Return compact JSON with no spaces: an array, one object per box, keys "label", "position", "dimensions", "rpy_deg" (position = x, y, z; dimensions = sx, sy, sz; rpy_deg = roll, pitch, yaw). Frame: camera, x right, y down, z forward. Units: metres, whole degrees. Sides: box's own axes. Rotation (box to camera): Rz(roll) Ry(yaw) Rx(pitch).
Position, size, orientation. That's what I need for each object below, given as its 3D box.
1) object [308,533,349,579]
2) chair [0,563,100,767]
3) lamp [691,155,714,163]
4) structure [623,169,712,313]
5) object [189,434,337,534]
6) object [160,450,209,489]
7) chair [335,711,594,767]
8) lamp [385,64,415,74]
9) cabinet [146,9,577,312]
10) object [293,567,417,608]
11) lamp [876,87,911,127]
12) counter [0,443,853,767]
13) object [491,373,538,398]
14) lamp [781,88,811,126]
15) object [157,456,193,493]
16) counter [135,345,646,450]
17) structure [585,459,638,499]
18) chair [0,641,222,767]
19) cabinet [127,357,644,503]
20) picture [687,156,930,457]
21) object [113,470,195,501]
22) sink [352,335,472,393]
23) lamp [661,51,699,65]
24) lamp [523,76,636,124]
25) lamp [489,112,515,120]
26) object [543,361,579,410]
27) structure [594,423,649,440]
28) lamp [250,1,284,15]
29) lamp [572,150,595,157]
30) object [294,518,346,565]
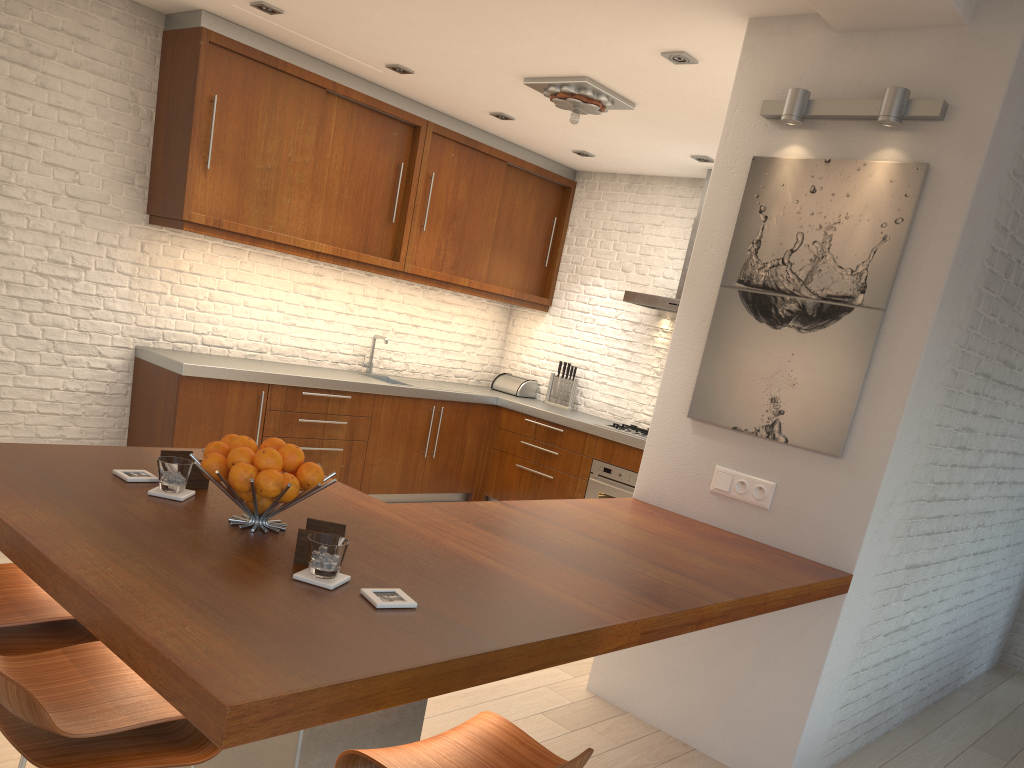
[{"label":"object","position":[-0.412,0.383,1.929],"dimensions":[0.092,0.087,0.087],"rpy_deg":[6,11,-34]},{"label":"chair","position":[-1.305,0.797,2.172],"dimensions":[0.391,0.800,0.421],"rpy_deg":[22,16,40]},{"label":"lamp","position":[1.277,-1.516,5.802],"dimensions":[0.120,0.057,0.124],"rpy_deg":[17,8,41]},{"label":"structure","position":[1.421,-0.983,6.183],"dimensions":[0.954,1.025,0.456],"rpy_deg":[19,15,40]},{"label":"object","position":[-0.633,0.254,2.223],"dimensions":[0.364,0.229,0.354],"rpy_deg":[13,7,6]},{"label":"object","position":[-0.935,0.244,2.489],"dimensions":[0.111,0.085,0.094],"rpy_deg":[18,11,40]},{"label":"chair","position":[-0.124,1.069,1.860],"dimensions":[0.409,0.800,0.403],"rpy_deg":[22,16,40]},{"label":"lamp","position":[-0.656,-1.869,5.122],"dimensions":[0.120,0.057,0.124],"rpy_deg":[17,8,41]},{"label":"cabinet","position":[-0.834,-1.370,6.255],"dimensions":[0.446,1.201,3.348],"rpy_deg":[23,11,41]},{"label":"object","position":[-0.393,0.423,1.960],"dimensions":[0.199,0.036,0.382],"rpy_deg":[7,6,-45]},{"label":"lamp","position":[1.275,-0.925,2.914],"dimensions":[0.080,0.108,0.076],"rpy_deg":[8,11,-20]},{"label":"counter","position":[-0.290,0.877,2.872],"dimensions":[1.634,0.949,2.501],"rpy_deg":[18,8,41]},{"label":"object","position":[0.021,0.009,7.637],"dimensions":[0.334,0.164,0.250],"rpy_deg":[17,9,40]},{"label":"lamp","position":[1.020,-0.996,3.135],"dimensions":[0.080,0.108,0.076],"rpy_deg":[8,11,-20]},{"label":"object","position":[-0.911,0.246,2.345],"dimensions":[0.088,0.087,0.091],"rpy_deg":[19,11,38]},{"label":"counter","position":[-0.002,0.279,5.645],"dimensions":[3.415,0.072,3.339],"rpy_deg":[16,6,41]},{"label":"structure","position":[0.938,0.934,6.566],"dimensions":[0.648,0.596,0.500],"rpy_deg":[19,12,40]},{"label":"chair","position":[-0.919,0.904,1.837],"dimensions":[0.391,0.800,0.421],"rpy_deg":[22,16,40]},{"label":"cabinet","position":[0.149,-0.268,5.956],"dimensions":[4.767,2.929,2.199],"rpy_deg":[12,10,5]},{"label":"picture","position":[1.054,-0.299,3.231],"dimensions":[0.634,1.049,0.020],"rpy_deg":[21,17,39]},{"label":"object","position":[-0.948,0.271,2.428],"dimensions":[0.278,0.036,0.206],"rpy_deg":[16,6,41]},{"label":"sink","position":[-0.764,-0.103,6.787],"dimensions":[0.501,0.442,0.859],"rpy_deg":[19,10,41]},{"label":"lamp","position":[0.755,-1.478,3.901],"dimensions":[0.120,0.057,0.124],"rpy_deg":[17,8,41]},{"label":"lamp","position":[0.359,-1.530,4.829],"dimensions":[0.436,0.176,0.451],"rpy_deg":[17,7,41]},{"label":"lamp","position":[-0.061,-1.795,5.785],"dimensions":[0.120,0.057,0.124],"rpy_deg":[17,8,41]},{"label":"object","position":[0.428,0.006,7.336],"dimensions":[0.311,0.387,0.066],"rpy_deg":[20,16,39]},{"label":"structure","position":[1.096,0.392,6.482],"dimensions":[0.787,0.033,0.591],"rpy_deg":[16,6,41]},{"label":"lamp","position":[-1.251,-1.943,4.460],"dimensions":[0.120,0.057,0.124],"rpy_deg":[17,8,41]},{"label":"lamp","position":[0.533,-1.722,6.446],"dimensions":[0.120,0.057,0.124],"rpy_deg":[17,8,41]},{"label":"object","position":[-0.453,0.378,2.065],"dimensions":[0.094,0.085,0.111],"rpy_deg":[11,8,-4]}]
